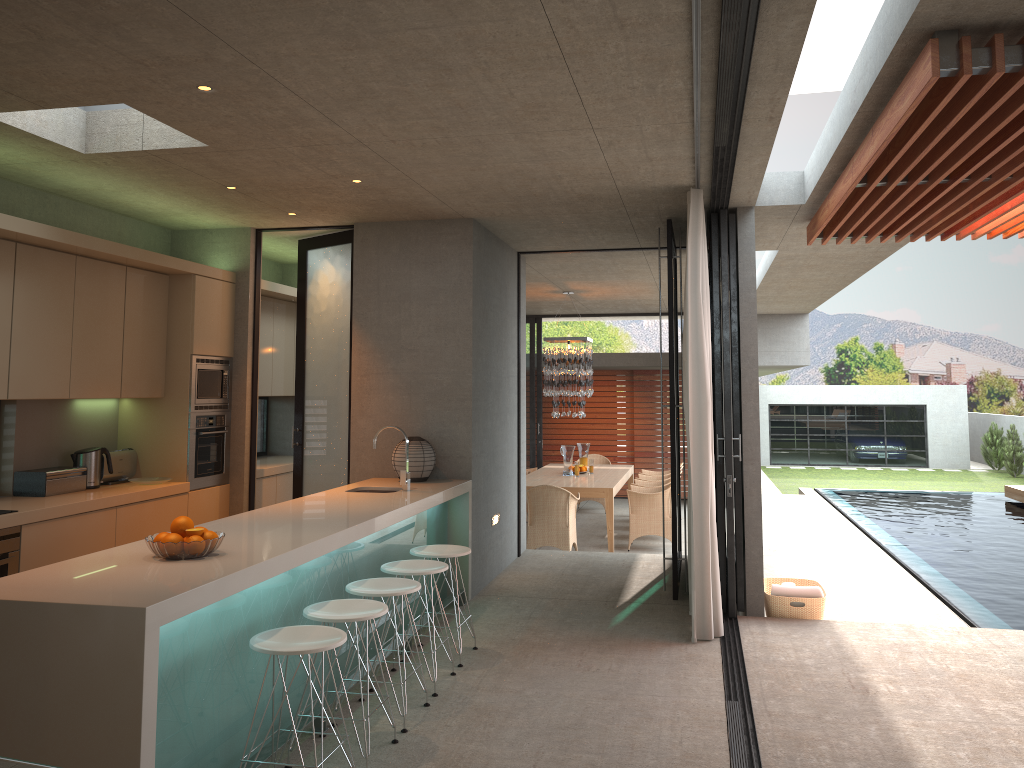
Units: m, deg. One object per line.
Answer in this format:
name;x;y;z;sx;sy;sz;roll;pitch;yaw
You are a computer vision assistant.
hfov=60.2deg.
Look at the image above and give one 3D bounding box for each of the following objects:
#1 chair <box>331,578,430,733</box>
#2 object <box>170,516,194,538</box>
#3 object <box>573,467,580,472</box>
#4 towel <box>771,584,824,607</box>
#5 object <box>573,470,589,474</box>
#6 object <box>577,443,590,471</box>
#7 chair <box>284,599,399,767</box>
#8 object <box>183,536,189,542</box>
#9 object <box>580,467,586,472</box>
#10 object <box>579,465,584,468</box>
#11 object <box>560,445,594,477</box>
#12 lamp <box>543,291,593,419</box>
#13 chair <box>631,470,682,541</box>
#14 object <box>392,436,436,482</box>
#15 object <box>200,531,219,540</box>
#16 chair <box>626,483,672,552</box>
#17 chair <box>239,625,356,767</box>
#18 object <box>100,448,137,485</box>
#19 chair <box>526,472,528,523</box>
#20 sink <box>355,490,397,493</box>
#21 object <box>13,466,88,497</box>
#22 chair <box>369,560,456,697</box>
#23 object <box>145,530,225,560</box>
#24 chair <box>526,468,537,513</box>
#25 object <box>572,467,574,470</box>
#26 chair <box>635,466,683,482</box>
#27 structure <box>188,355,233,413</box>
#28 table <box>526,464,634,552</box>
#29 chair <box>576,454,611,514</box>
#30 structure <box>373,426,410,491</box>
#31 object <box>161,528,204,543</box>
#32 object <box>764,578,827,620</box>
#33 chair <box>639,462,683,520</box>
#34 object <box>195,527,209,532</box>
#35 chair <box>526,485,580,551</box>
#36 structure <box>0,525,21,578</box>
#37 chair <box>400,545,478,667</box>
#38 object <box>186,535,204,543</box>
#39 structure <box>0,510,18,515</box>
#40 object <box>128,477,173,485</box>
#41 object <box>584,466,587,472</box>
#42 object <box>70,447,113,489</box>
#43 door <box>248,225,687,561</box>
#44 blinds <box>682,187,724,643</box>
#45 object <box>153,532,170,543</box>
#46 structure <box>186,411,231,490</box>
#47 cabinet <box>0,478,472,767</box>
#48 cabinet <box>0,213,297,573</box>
chair;-0.638;1.313;4.360;0.382;0.628;0.380;-1;-4;12
object;-1.390;0.604;3.725;0.094;0.095;0.094;-2;-3;32
object;0.867;1.157;11.904;0.094;0.095;0.094;0;-3;2
towel;2.059;1.604;6.415;0.369;0.314;0.308;-1;-3;12
object;0.894;1.197;11.983;0.309;0.034;0.308;0;-1;-20
object;0.996;1.022;12.303;0.192;0.389;0.191;0;-4;-6
chair;-0.737;1.309;3.894;0.382;0.628;0.380;-1;-4;12
object;-1.350;0.669;3.689;0.070;0.071;0.070;2;-4;-39
object;0.954;1.162;11.918;0.080;0.082;0.081;-2;-4;41
object;0.936;1.117;11.967;0.071;0.048;0.071;1;-2;-27
object;0.843;1.019;11.803;0.324;0.389;0.539;-2;-3;28
lamp;0.779;-0.398;12.202;0.618;1.768;0.615;-1;-5;12
chair;1.864;1.537;11.297;0.630;0.869;0.614;-1;-4;12
object;-0.749;0.571;6.747;0.340;0.337;0.338;0;-3;4
object;-1.276;0.660;3.711;0.087;0.087;0.086;0;-3;2
chair;1.711;1.531;10.577;0.630;0.869;0.614;-1;-4;12
chair;-0.835;1.306;3.433;0.382;0.628;0.380;-1;-4;12
object;-2.970;0.614;6.579;0.150;0.249;0.388;-1;-2;12
chair;-0.132;1.545;12.447;0.630;0.869;0.614;-1;-4;12
sink;-0.946;0.828;6.141;0.374;0.135;0.372;0;-1;12
object;-3.094;0.653;5.936;0.240;0.161;0.398;0;-1;12
chair;-0.537;1.316;4.846;0.382;0.628;0.380;-1;-4;12
object;-1.365;0.676;3.694;0.315;0.082;0.314;0;-1;12
chair;0.021;1.551;13.167;0.630;0.869;0.614;-1;-4;12
object;0.807;1.160;11.971;0.086;0.087;0.086;1;-3;-28
chair;2.017;1.542;12.017;0.630;0.869;0.614;-1;-4;12
structure;-2.601;0.003;7.066;0.459;0.440;0.594;-1;-2;12
table;0.876;1.593;11.871;1.279;0.761;3.243;0;-1;12
chair;1.257;1.556;13.897;0.617;0.869;0.626;-1;-4;12
structure;-0.842;0.514;6.127;0.258;0.444;0.096;-1;-5;12
object;-1.357;0.655;3.638;0.173;0.101;0.096;1;-3;-33
object;2.085;1.662;6.557;0.445;0.302;0.677;0;-1;12
chair;2.169;1.547;12.737;0.630;0.869;0.614;-1;-4;12
object;-1.339;0.658;3.779;0.094;0.095;0.094;0;-3;1
chair;0.440;1.526;9.842;0.617;0.869;0.626;-1;-4;12
structure;-2.878;1.050;4.583;0.079;0.504;0.824;-1;-2;12
chair;-0.434;1.320;5.338;0.382;0.628;0.380;-1;-4;12
object;-1.304;0.663;3.632;0.080;0.082;0.081;-2;-4;41
structure;-3.121;0.729;4.665;0.463;0.091;0.835;0;0;12
object;-2.671;0.721;6.532;0.309;0.034;0.308;0;-1;-20
object;0.981;1.159;11.998;0.087;0.087;0.086;0;-3;2
object;-2.989;0.592;6.263;0.177;0.287;0.276;-1;-3;17
door;0.481;0.865;1.981;5.770;4.502;15.258;1;-1;-16
blinds;1.294;0.165;6.107;0.229;2.955;0.879;-1;-5;9
object;-1.450;0.662;3.685;0.086;0.087;0.086;1;-3;-28
structure;-2.583;0.514;7.016;0.497;0.584;0.593;-1;-3;12
cabinet;-1.128;1.177;4.856;0.800;0.904;4.104;-1;-1;12
cabinet;-2.303;0.345;5.579;1.964;2.581;7.439;-1;-1;12
